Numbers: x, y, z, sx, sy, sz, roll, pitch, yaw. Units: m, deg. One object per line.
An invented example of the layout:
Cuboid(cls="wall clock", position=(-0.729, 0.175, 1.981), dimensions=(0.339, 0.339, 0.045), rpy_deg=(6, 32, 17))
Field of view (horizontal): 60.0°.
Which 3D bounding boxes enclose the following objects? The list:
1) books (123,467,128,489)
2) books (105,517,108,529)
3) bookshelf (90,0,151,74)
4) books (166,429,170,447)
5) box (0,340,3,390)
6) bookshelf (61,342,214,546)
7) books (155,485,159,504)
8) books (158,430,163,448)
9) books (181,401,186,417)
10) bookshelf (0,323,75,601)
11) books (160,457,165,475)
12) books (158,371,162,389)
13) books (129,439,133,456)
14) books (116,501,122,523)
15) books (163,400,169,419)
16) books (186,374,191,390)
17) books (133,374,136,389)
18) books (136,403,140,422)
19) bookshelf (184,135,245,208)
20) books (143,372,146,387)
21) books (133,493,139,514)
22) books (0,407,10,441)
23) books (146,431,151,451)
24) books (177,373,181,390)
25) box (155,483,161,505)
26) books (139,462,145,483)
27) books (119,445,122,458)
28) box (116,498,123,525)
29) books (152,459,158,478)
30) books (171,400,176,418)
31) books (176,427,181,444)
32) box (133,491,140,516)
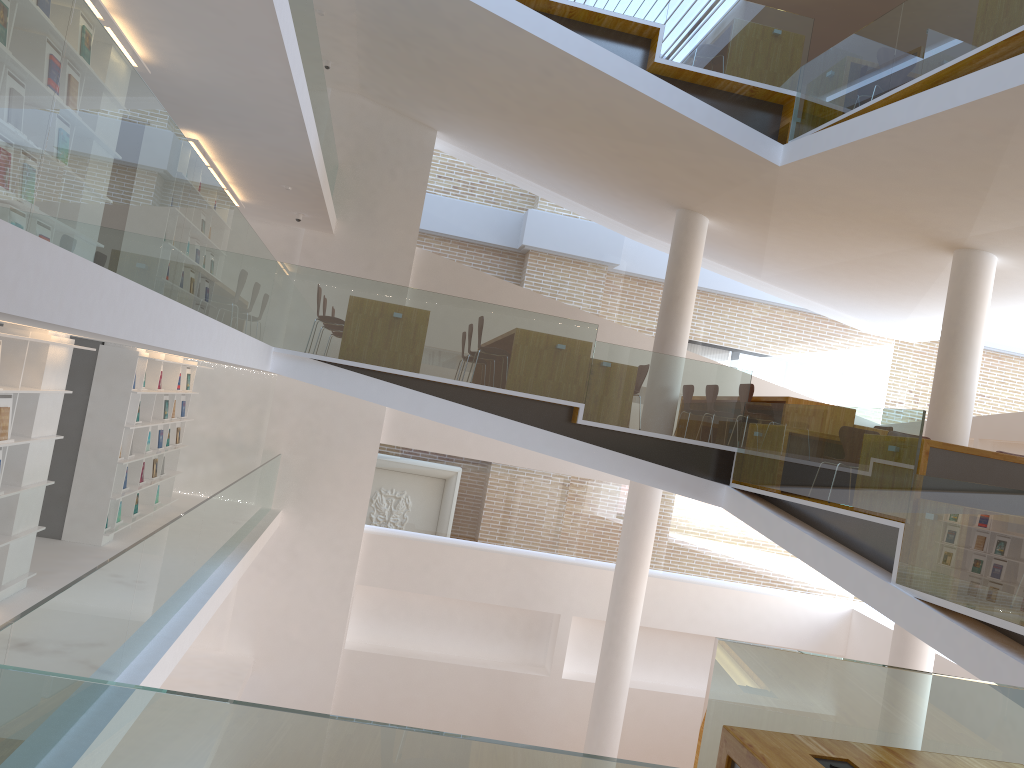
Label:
Cuboid(cls="books", position=(-3.770, 0.914, 8.625), dimensions=(0.037, 0.210, 0.145), rpy_deg=(10, -2, -8))
Cuboid(cls="books", position=(-3.767, 1.245, 8.207), dimensions=(0.037, 0.210, 0.145), rpy_deg=(10, -2, -8))
Cuboid(cls="bookshelf", position=(-2.754, -1.509, 4.604), dimensions=(0.498, 1.836, 3.666), rpy_deg=(10, -2, -8))
Cuboid(cls="books", position=(-3.951, 0.620, 10.176), dimensions=(0.037, 0.210, 0.145), rpy_deg=(10, -2, -8))
Cuboid(cls="box", position=(-2.860, 1.538, 1.619), dimensions=(0.498, 3.764, 7.125), rpy_deg=(10, -2, -8))
Cuboid(cls="bookshelf", position=(-3.883, 0.580, 9.528), dimensions=(0.498, 1.836, 2.984), rpy_deg=(10, -2, -8))
Cuboid(cls="books", position=(-4.066, 1.264, 10.150), dimensions=(0.037, 0.210, 0.145), rpy_deg=(10, -2, -8))
Cuboid(cls="books", position=(-3.900, 0.616, 9.844), dimensions=(0.037, 0.210, 0.145), rpy_deg=(10, -2, -8))
Cuboid(cls="books", position=(-3.979, 0.312, 10.734), dimensions=(0.037, 0.210, 0.145), rpy_deg=(10, -2, -8))
Cuboid(cls="bookshelf", position=(-3.165, 0.509, 4.516), dimensions=(0.397, 1.836, 3.666), rpy_deg=(10, -2, -8))
Cuboid(cls="books", position=(-4.008, 0.940, 10.163), dimensions=(0.037, 0.210, 0.145), rpy_deg=(10, -2, -8))
Cuboid(cls="books", position=(-3.703, -0.032, 9.318), dimensions=(0.037, 0.210, 0.145), rpy_deg=(10, -2, -8))
Cuboid(cls="books", position=(-3.710, 0.599, 8.614), dimensions=(0.037, 0.210, 0.145), rpy_deg=(10, -2, -8))
Cuboid(cls="books", position=(-3.834, 1.253, 8.635), dimensions=(0.037, 0.210, 0.145), rpy_deg=(10, -2, -8))
Cuboid(cls="books", position=(-3.844, 0.284, 9.857), dimensions=(0.037, 0.210, 0.145), rpy_deg=(10, -2, -8))
Cuboid(cls="books", position=(-3.923, -0.020, 10.747), dimensions=(0.037, 0.210, 0.145), rpy_deg=(10, -2, -8))
Cuboid(cls="books", position=(-3.540, -0.047, 8.278), dimensions=(0.037, 0.210, 0.145), rpy_deg=(10, -2, -8))
Cuboid(cls="books", position=(-3.654, 0.273, 8.642), dimensions=(0.037, 0.210, 0.145), rpy_deg=(10, -2, -8))
Cuboid(cls="bookshelf", position=(-3.521, -1.447, 9.609), dimensions=(0.498, 1.836, 2.984), rpy_deg=(10, -2, -8))
Cuboid(cls="books", position=(-3.591, -0.076, 8.632), dimensions=(0.037, 0.210, 0.145), rpy_deg=(10, -2, -8))
Cuboid(cls="books", position=(-3.929, 1.251, 9.263), dimensions=(0.037, 0.210, 0.145), rpy_deg=(10, -2, -8))
Cuboid(cls="books", position=(-3.093, 0.246, 5.386), dimensions=(0.037, 0.210, 0.145), rpy_deg=(10, -2, -8))
Cuboid(cls="books", position=(-3.817, 0.602, 9.292), dimensions=(0.037, 0.210, 0.145), rpy_deg=(10, -2, -8))
Cuboid(cls="books", position=(-3.842, -0.021, 10.216), dimensions=(0.037, 0.210, 0.145), rpy_deg=(10, -2, -8))
Cuboid(cls="box", position=(-4.166, 1.208, 10.159), dimensions=(0.274, 0.296, 0.245), rpy_deg=(10, -2, -8))
Cuboid(cls="books", position=(-3.874, 0.925, 9.279), dimensions=(0.037, 0.210, 0.145), rpy_deg=(10, -2, -8))
Cuboid(cls="books", position=(-3.653, 0.584, 8.236), dimensions=(0.037, 0.210, 0.145), rpy_deg=(10, -2, -8))
Cuboid(cls="box", position=(-3.930, 1.189, 8.628), dimensions=(0.274, 0.296, 0.245), rpy_deg=(10, -2, -8))
Cuboid(cls="books", position=(-3.958, 0.936, 9.835), dimensions=(0.037, 0.210, 0.145), rpy_deg=(10, -2, -8))
Cuboid(cls="books", position=(-3.897, 0.289, 10.203), dimensions=(0.037, 0.210, 0.145), rpy_deg=(10, -2, -8))
Cuboid(cls="books", position=(-4.036, 0.632, 10.725), dimensions=(0.037, 0.210, 0.145), rpy_deg=(10, -2, -8))
Cuboid(cls="box", position=(-4.027, 1.197, 9.256), dimensions=(0.274, 0.296, 0.245), rpy_deg=(10, -2, -8))
